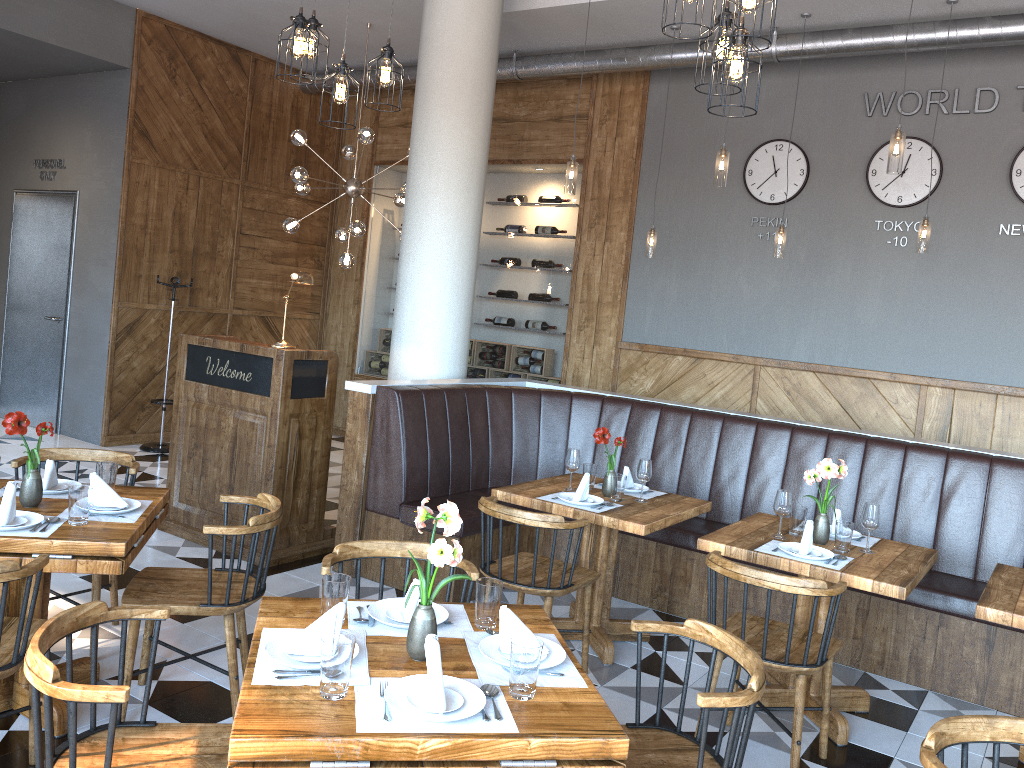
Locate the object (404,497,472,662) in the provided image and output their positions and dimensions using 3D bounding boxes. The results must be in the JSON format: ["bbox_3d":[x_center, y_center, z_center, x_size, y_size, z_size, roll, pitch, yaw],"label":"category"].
[{"bbox_3d":[-0.198,0.505,2.284,0.146,0.399,0.207,3,4,-45],"label":"object"}]

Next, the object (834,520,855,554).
[{"bbox_3d":[1.453,0.671,3.886,0.080,0.132,0.080,7,3,18],"label":"object"}]

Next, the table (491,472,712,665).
[{"bbox_3d":[0.443,0.957,4.615,0.852,0.762,0.850,8,4,33],"label":"table"}]

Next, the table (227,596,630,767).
[{"bbox_3d":[-0.276,1.081,2.297,0.863,0.762,0.867,5,4,-12],"label":"table"}]

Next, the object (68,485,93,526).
[{"bbox_3d":[-1.533,0.431,3.140,0.080,0.132,0.080,3,4,-42],"label":"object"}]

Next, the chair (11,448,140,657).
[{"bbox_3d":[-1.989,0.739,3.959,0.519,0.816,0.551,5,3,-12],"label":"chair"}]

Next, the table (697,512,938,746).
[{"bbox_3d":[1.359,1.102,4.011,0.852,0.762,0.850,8,4,33],"label":"table"}]

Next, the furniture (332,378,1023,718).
[{"bbox_3d":[2.207,0.968,4.310,6.604,1.148,1.917,9,5,33],"label":"furniture"}]

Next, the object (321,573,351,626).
[{"bbox_3d":[-0.488,0.597,2.437,0.080,0.132,0.080,3,4,-42],"label":"object"}]

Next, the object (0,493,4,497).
[{"bbox_3d":[-2.057,0.366,3.249,0.272,0.137,0.353,5,5,-12],"label":"object"}]

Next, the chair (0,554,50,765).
[{"bbox_3d":[-1.710,0.875,2.693,0.519,0.816,0.551,5,3,-12],"label":"chair"}]

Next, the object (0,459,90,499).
[{"bbox_3d":[-1.852,0.360,3.567,0.351,0.137,0.273,5,4,-12],"label":"object"}]

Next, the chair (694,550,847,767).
[{"bbox_3d":[1.009,1.084,3.485,0.521,0.816,0.549,8,4,33],"label":"chair"}]

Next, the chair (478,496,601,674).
[{"bbox_3d":[0.095,0.940,4.088,0.521,0.816,0.549,8,4,33],"label":"chair"}]

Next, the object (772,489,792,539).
[{"bbox_3d":[1.230,0.594,4.041,0.081,0.215,0.081,7,3,25],"label":"object"}]

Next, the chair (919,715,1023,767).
[{"bbox_3d":[1.146,1.233,1.901,0.519,0.816,0.551,5,3,-12],"label":"chair"}]

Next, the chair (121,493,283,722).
[{"bbox_3d":[-1.210,0.861,3.455,0.549,0.816,0.521,5,3,-12],"label":"chair"}]

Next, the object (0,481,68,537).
[{"bbox_3d":[-1.740,0.415,3.047,0.351,0.137,0.273,5,4,-12],"label":"object"}]

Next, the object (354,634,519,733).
[{"bbox_3d":[-0.175,0.662,2.019,0.351,0.137,0.273,5,4,-12],"label":"object"}]

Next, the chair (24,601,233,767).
[{"bbox_3d":[-0.897,1.003,2.157,0.549,0.816,0.521,5,3,-12],"label":"chair"}]

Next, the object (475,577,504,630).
[{"bbox_3d":[-0.070,0.631,2.538,0.080,0.132,0.080,3,4,-42],"label":"object"}]

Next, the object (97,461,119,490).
[{"bbox_3d":[-1.633,0.384,3.569,0.080,0.132,0.080,4,4,-32],"label":"object"}]

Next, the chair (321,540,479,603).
[{"bbox_3d":[-0.397,0.989,2.919,0.519,0.816,0.551,5,3,-12],"label":"chair"}]

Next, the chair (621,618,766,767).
[{"bbox_3d":[0.359,1.109,2.420,0.549,0.816,0.521,5,3,-12],"label":"chair"}]

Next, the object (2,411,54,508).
[{"bbox_3d":[-1.819,0.276,3.303,0.171,0.354,0.156,5,3,-10],"label":"object"}]

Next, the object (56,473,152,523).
[{"bbox_3d":[-1.535,0.409,3.366,0.272,0.137,0.353,5,5,-12],"label":"object"}]

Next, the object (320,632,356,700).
[{"bbox_3d":[-0.400,0.642,2.012,0.080,0.132,0.080,3,4,-42],"label":"object"}]

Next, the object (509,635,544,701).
[{"bbox_3d":[0.030,0.678,2.109,0.080,0.132,0.080,3,4,-42],"label":"object"}]

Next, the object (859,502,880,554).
[{"bbox_3d":[1.588,0.639,3.936,0.081,0.215,0.081,4,3,-26],"label":"object"}]

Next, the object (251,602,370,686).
[{"bbox_3d":[-0.492,0.613,2.220,0.272,0.137,0.353,5,5,-12],"label":"object"}]

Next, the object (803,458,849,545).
[{"bbox_3d":[1.393,0.523,3.978,0.207,0.399,0.146,8,4,41],"label":"object"}]

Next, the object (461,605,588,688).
[{"bbox_3d":[0.030,0.656,2.337,0.272,0.137,0.353,5,5,-12],"label":"object"}]

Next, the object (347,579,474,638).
[{"bbox_3d":[-0.287,0.606,2.539,0.351,0.137,0.273,5,4,-12],"label":"object"}]

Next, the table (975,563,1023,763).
[{"bbox_3d":[2.263,1.244,3.415,0.852,0.762,0.850,8,4,33],"label":"table"}]

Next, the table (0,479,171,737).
[{"bbox_3d":[-1.836,0.835,3.326,0.863,0.762,0.867,5,4,-12],"label":"table"}]

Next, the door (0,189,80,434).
[{"bbox_3d":[-4.835,-0.771,8.971,1.210,2.389,0.114,8,3,33],"label":"door"}]
